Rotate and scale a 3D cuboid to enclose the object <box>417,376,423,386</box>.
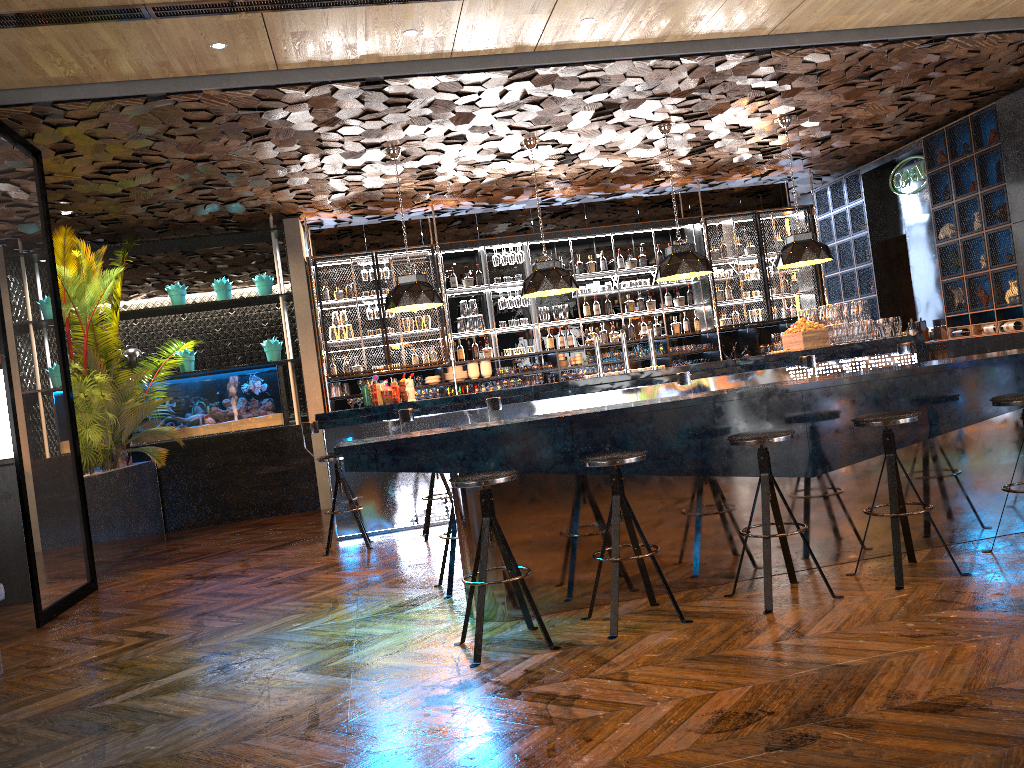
[{"bbox_3d":[-1.160,-0.039,11.191,0.074,0.131,0.074,-7,0,4],"label":"object"}]

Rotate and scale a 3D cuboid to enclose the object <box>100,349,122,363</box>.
[{"bbox_3d":[-4.964,-0.205,10.823,0.378,0.398,0.232,-8,0,21],"label":"object"}]

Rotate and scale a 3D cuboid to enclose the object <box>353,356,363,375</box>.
[{"bbox_3d":[-1.952,-0.231,11.201,0.108,0.244,0.108,-7,0,5],"label":"object"}]

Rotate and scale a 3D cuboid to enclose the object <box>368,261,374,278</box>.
[{"bbox_3d":[-1.768,-1.442,11.188,0.081,0.213,0.081,-7,0,-3],"label":"object"}]

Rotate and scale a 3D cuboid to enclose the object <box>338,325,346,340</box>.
[{"bbox_3d":[-2.146,-0.644,11.184,0.092,0.182,0.092,-7,0,-14],"label":"object"}]

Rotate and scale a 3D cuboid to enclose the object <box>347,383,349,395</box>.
[{"bbox_3d":[-2.064,0.068,11.027,0.058,0.152,0.051,-7,0,-5],"label":"object"}]

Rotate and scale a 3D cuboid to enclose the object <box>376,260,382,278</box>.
[{"bbox_3d":[-1.684,-1.453,11.202,0.081,0.213,0.081,-7,0,-3],"label":"object"}]

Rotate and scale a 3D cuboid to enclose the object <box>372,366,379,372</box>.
[{"bbox_3d":[-1.722,-0.179,11.193,0.077,0.080,0.077,-8,0,30],"label":"object"}]

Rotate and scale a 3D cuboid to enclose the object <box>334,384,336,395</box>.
[{"bbox_3d":[-2.230,0.078,11.024,0.067,0.174,0.067,-8,0,31],"label":"object"}]

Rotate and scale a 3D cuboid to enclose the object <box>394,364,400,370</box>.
[{"bbox_3d":[-1.457,-0.214,11.254,0.077,0.080,0.077,-7,0,-21],"label":"object"}]

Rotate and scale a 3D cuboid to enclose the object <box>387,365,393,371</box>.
[{"bbox_3d":[-1.556,-0.201,11.294,0.077,0.080,0.077,-7,0,-43],"label":"object"}]

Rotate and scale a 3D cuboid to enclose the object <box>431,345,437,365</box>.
[{"bbox_3d":[-1.004,-0.365,11.371,0.075,0.260,0.075,-8,0,40],"label":"object"}]

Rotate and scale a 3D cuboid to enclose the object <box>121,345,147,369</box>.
[{"bbox_3d":[-4.611,-0.330,10.788,0.278,0.292,0.290,-8,0,28],"label":"object"}]

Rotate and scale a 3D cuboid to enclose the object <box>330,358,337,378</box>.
[{"bbox_3d":[-2.254,-0.200,11.170,0.075,0.261,0.075,-8,0,40],"label":"object"}]

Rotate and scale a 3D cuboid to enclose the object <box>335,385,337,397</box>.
[{"bbox_3d":[-2.163,0.069,11.048,0.067,0.174,0.067,-8,0,16],"label":"object"}]

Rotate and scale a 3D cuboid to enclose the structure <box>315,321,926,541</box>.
[{"bbox_3d":[1.125,0.219,8.988,6.009,1.685,1.214,-7,0,-9],"label":"structure"}]

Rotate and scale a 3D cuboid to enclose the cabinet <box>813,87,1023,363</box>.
[{"bbox_3d":[5.346,-1.252,11.167,0.691,3.514,4.416,-7,0,-9],"label":"cabinet"}]

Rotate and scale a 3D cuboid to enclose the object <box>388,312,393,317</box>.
[{"bbox_3d":[-1.552,-0.965,11.357,0.081,0.213,0.081,-7,0,-3],"label":"object"}]

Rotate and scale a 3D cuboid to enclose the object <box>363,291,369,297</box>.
[{"bbox_3d":[-1.853,-1.131,11.248,0.077,0.080,0.077,-7,0,-18],"label":"object"}]

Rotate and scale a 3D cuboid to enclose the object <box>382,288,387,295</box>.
[{"bbox_3d":[-1.617,-1.163,11.221,0.077,0.080,0.077,-8,0,27],"label":"object"}]

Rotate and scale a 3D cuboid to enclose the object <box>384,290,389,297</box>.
[{"bbox_3d":[-1.615,-1.162,11.384,0.077,0.080,0.077,-8,0,27],"label":"object"}]

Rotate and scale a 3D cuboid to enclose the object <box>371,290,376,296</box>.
[{"bbox_3d":[-1.746,-1.145,11.244,0.077,0.080,0.077,-8,0,27],"label":"object"}]

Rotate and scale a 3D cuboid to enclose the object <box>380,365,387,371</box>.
[{"bbox_3d":[-1.618,-0.193,11.198,0.077,0.080,0.077,-7,0,-23],"label":"object"}]

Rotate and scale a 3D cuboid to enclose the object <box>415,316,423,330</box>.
[{"bbox_3d":[-1.181,-0.770,11.314,0.092,0.182,0.092,-7,0,-14],"label":"object"}]

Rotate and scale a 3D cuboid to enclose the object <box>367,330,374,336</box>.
[{"bbox_3d":[-1.793,-0.639,11.250,0.077,0.080,0.077,-7,0,3],"label":"object"}]

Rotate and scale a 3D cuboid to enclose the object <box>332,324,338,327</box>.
[{"bbox_3d":[-2.242,-0.815,11.271,0.092,0.182,0.092,-7,0,-14],"label":"object"}]

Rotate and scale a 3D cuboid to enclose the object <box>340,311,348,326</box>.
[{"bbox_3d":[-2.124,-0.830,11.199,0.092,0.182,0.092,-7,0,-14],"label":"object"}]

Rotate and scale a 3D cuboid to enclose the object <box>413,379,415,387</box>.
[{"bbox_3d":[-1.256,-0.010,11.082,0.078,0.099,0.078,-7,0,-42],"label":"object"}]

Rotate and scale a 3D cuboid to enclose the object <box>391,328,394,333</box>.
[{"bbox_3d":[-1.542,-0.671,11.357,0.077,0.080,0.077,-7,0,-13],"label":"object"}]

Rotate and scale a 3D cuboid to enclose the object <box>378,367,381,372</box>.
[{"bbox_3d":[-1.678,-0.185,11.350,0.077,0.080,0.077,-8,0,30],"label":"object"}]

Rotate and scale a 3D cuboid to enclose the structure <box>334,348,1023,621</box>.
[{"bbox_3d":[1.558,0.498,5.061,4.941,0.998,0.673,-7,0,-9],"label":"structure"}]

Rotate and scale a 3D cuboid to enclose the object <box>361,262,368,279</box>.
[{"bbox_3d":[-1.862,-1.430,11.173,0.081,0.213,0.081,-7,0,-3],"label":"object"}]

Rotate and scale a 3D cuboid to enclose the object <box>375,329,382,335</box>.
[{"bbox_3d":[-1.689,-0.652,11.228,0.077,0.080,0.077,-7,0,-31],"label":"object"}]

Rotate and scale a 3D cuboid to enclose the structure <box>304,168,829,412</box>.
[{"bbox_3d":[0.914,-0.689,11.483,6.750,3.553,1.143,-7,0,-9],"label":"structure"}]

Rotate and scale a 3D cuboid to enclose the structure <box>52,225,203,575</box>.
[{"bbox_3d":[-4.603,0.026,9.559,1.873,3.561,4.073,-7,0,-8],"label":"structure"}]

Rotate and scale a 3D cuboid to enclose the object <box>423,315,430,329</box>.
[{"bbox_3d":[-1.085,-0.783,11.309,0.092,0.182,0.092,-7,0,-14],"label":"object"}]

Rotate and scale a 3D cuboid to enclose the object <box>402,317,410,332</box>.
[{"bbox_3d":[-1.341,-0.749,11.265,0.092,0.182,0.092,-7,0,-14],"label":"object"}]

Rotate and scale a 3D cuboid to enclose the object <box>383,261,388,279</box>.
[{"bbox_3d":[-1.617,-1.461,11.358,0.081,0.213,0.081,-7,0,-3],"label":"object"}]

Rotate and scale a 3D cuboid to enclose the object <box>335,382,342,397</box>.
[{"bbox_3d":[-2.144,0.067,10.973,0.067,0.174,0.067,-8,0,30],"label":"object"}]

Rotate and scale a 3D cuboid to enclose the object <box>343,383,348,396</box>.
[{"bbox_3d":[-2.059,0.067,10.968,0.051,0.152,0.058,-7,0,-4],"label":"object"}]

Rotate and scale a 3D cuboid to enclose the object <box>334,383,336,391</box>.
[{"bbox_3d":[-2.256,0.082,11.170,0.067,0.174,0.067,-7,0,6],"label":"object"}]

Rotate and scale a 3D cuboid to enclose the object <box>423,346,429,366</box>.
[{"bbox_3d":[-1.109,-0.351,11.375,0.075,0.260,0.075,-8,0,40],"label":"object"}]

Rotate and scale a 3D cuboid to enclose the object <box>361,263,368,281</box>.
[{"bbox_3d":[-1.885,-1.426,11.315,0.081,0.213,0.081,-7,0,-3],"label":"object"}]

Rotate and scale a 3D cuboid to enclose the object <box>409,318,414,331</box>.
[{"bbox_3d":[-1.302,-0.754,11.373,0.092,0.182,0.092,-7,0,-14],"label":"object"}]

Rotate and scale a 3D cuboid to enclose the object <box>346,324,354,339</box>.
[{"bbox_3d":[-2.046,-0.657,11.189,0.092,0.182,0.092,-7,0,-14],"label":"object"}]

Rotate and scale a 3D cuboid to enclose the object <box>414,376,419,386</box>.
[{"bbox_3d":[-1.217,-0.031,11.361,0.074,0.131,0.074,-7,0,4],"label":"object"}]

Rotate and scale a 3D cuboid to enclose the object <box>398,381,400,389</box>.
[{"bbox_3d":[-1.420,0.011,11.327,0.078,0.103,0.078,-8,0,34],"label":"object"}]

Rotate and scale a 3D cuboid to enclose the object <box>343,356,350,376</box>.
[{"bbox_3d":[-2.086,-0.223,11.169,0.075,0.260,0.075,-8,0,25],"label":"object"}]

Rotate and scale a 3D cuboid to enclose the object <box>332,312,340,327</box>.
[{"bbox_3d":[-2.222,-0.818,11.175,0.092,0.182,0.092,-7,0,-14],"label":"object"}]

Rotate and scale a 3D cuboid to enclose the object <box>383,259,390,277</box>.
[{"bbox_3d":[-1.595,-1.465,11.216,0.081,0.213,0.081,-7,0,-3],"label":"object"}]

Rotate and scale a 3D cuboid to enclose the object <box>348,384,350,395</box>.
[{"bbox_3d":[-2.076,0.069,11.146,0.051,0.152,0.058,-8,0,17],"label":"object"}]

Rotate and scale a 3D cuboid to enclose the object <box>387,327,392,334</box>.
[{"bbox_3d":[-1.558,-0.670,11.195,0.077,0.080,0.077,-7,0,-13],"label":"object"}]

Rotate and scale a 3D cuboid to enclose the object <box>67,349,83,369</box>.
[{"bbox_3d":[-5.438,-0.176,10.747,0.458,0.472,0.250,-8,0,18],"label":"object"}]

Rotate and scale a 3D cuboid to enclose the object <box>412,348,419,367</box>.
[{"bbox_3d":[-1.240,-0.333,11.332,0.075,0.261,0.075,-8,0,40],"label":"object"}]

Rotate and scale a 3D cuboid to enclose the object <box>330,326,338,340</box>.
[{"bbox_3d":[-2.248,-0.630,11.167,0.092,0.182,0.092,-7,0,-14],"label":"object"}]

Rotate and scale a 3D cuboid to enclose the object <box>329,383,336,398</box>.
[{"bbox_3d":[-2.221,0.076,10.949,0.067,0.174,0.067,-7,0,-1],"label":"object"}]

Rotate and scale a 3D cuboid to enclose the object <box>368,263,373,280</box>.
[{"bbox_3d":[-1.790,-1.439,11.330,0.081,0.213,0.081,-7,0,-3],"label":"object"}]

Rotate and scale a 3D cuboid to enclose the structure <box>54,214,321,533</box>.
[{"bbox_3d":[-4.709,-0.043,10.772,4.269,3.734,0.705,-7,0,-9],"label":"structure"}]

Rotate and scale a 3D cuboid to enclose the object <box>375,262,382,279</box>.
[{"bbox_3d":[-1.706,-1.450,11.344,0.081,0.213,0.081,-7,0,-3],"label":"object"}]
